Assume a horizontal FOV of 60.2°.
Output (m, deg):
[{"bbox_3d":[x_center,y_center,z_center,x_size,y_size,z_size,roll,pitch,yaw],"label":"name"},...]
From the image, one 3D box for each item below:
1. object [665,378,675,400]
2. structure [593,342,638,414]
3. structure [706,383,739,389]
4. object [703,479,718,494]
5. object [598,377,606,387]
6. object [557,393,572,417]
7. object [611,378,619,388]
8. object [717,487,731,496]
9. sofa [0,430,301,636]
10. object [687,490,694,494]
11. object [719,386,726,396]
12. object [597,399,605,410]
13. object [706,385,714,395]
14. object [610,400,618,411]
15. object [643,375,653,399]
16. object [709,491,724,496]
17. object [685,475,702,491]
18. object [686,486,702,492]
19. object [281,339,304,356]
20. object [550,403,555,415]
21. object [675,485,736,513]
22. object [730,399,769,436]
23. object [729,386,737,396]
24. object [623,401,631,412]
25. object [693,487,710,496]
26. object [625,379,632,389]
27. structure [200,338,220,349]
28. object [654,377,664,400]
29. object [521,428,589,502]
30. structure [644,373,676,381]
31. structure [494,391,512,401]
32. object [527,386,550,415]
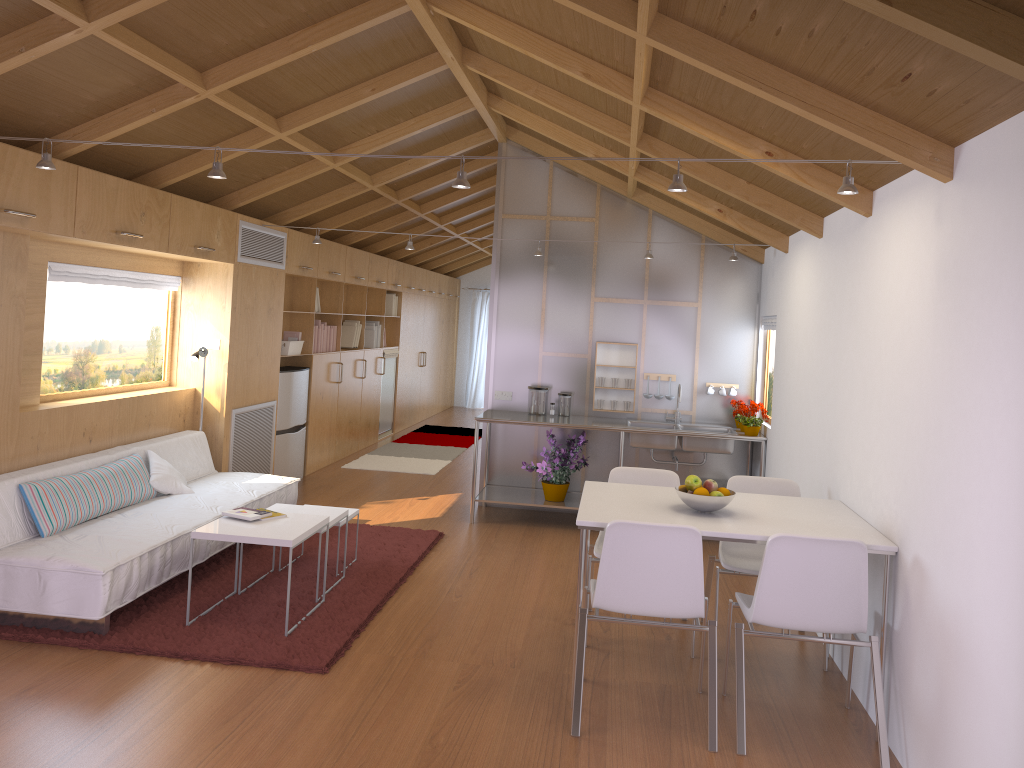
[{"bbox_3d":[1.244,0.036,6.938,0.075,0.183,0.074,3,0,39],"label":"object"},{"bbox_3d":[0.818,-0.053,7.000,0.328,0.545,0.076,3,0,7],"label":"structure"},{"bbox_3d":[1.648,0.014,6.916,0.251,0.032,0.041,4,2,7],"label":"structure"},{"bbox_3d":[0.841,0.437,3.753,0.061,0.067,0.063,2,2,-45],"label":"object"},{"bbox_3d":[0.711,-0.014,7.004,0.061,0.077,0.061,4,1,19],"label":"object"},{"bbox_3d":[0.415,0.164,6.985,0.113,0.177,0.113,4,1,28],"label":"object"},{"bbox_3d":[0.814,-0.007,6.992,0.061,0.077,0.061,3,1,-19],"label":"object"},{"bbox_3d":[0.897,0.475,3.763,0.067,0.066,0.068,2,2,-39],"label":"object"},{"bbox_3d":[-2.011,0.728,4.967,0.863,0.628,2.357,3,4,7],"label":"sofa"},{"bbox_3d":[0.785,0.480,3.768,0.080,0.089,0.078,2,2,-34],"label":"object"},{"bbox_3d":[1.646,0.053,6.905,0.059,0.081,0.062,3,1,14],"label":"object"},{"bbox_3d":[0.702,0.163,7.003,0.061,0.077,0.061,4,1,19],"label":"object"},{"bbox_3d":[1.554,0.046,6.921,0.059,0.080,0.062,3,1,7],"label":"object"},{"bbox_3d":[0.804,0.170,6.990,0.061,0.077,0.061,3,1,-19],"label":"object"},{"bbox_3d":[1.074,0.025,6.958,0.075,0.183,0.074,3,0,39],"label":"object"},{"bbox_3d":[0.858,0.483,3.705,0.070,0.069,0.077,3,2,7],"label":"object"},{"bbox_3d":[0.767,0.419,3.740,0.070,0.069,0.077,3,2,7],"label":"object"},{"bbox_3d":[0.790,0.449,3.834,0.067,0.067,0.068,3,2,-17],"label":"object"},{"bbox_3d":[-1.956,-0.316,7.651,0.203,0.122,0.350,4,4,7],"label":"object"},{"bbox_3d":[0.315,0.194,6.900,0.037,0.092,0.037,3,0,22],"label":"object"},{"bbox_3d":[0.819,0.497,3.758,0.254,0.090,0.255,0,5,-41],"label":"object"},{"bbox_3d":[1.754,0.245,6.581,0.233,0.235,0.689,3,4,7],"label":"object"},{"bbox_3d":[1.725,0.057,6.900,0.059,0.080,0.062,3,1,7],"label":"object"},{"bbox_3d":[0.907,0.177,6.978,0.061,0.077,0.061,3,1,-19],"label":"object"},{"bbox_3d":[0.792,0.466,3.697,0.067,0.067,0.068,3,2,-17],"label":"object"},{"bbox_3d":[0.917,-0.001,6.979,0.061,0.077,0.061,3,1,-19],"label":"object"},{"bbox_3d":[-2.154,-0.286,6.306,0.142,0.071,0.011,4,0,7],"label":"structure"},{"bbox_3d":[1.159,0.031,6.948,0.075,0.183,0.074,3,0,39],"label":"object"},{"bbox_3d":[0.337,0.604,6.652,0.524,0.553,0.352,3,1,-2],"label":"object"},{"bbox_3d":[1.169,-0.054,6.988,0.251,0.051,0.016,4,0,7],"label":"structure"},{"bbox_3d":[-0.070,0.095,7.141,0.142,0.071,0.011,4,0,7],"label":"structure"},{"bbox_3d":[0.206,0.131,6.992,0.172,0.215,0.172,4,1,20],"label":"object"}]
